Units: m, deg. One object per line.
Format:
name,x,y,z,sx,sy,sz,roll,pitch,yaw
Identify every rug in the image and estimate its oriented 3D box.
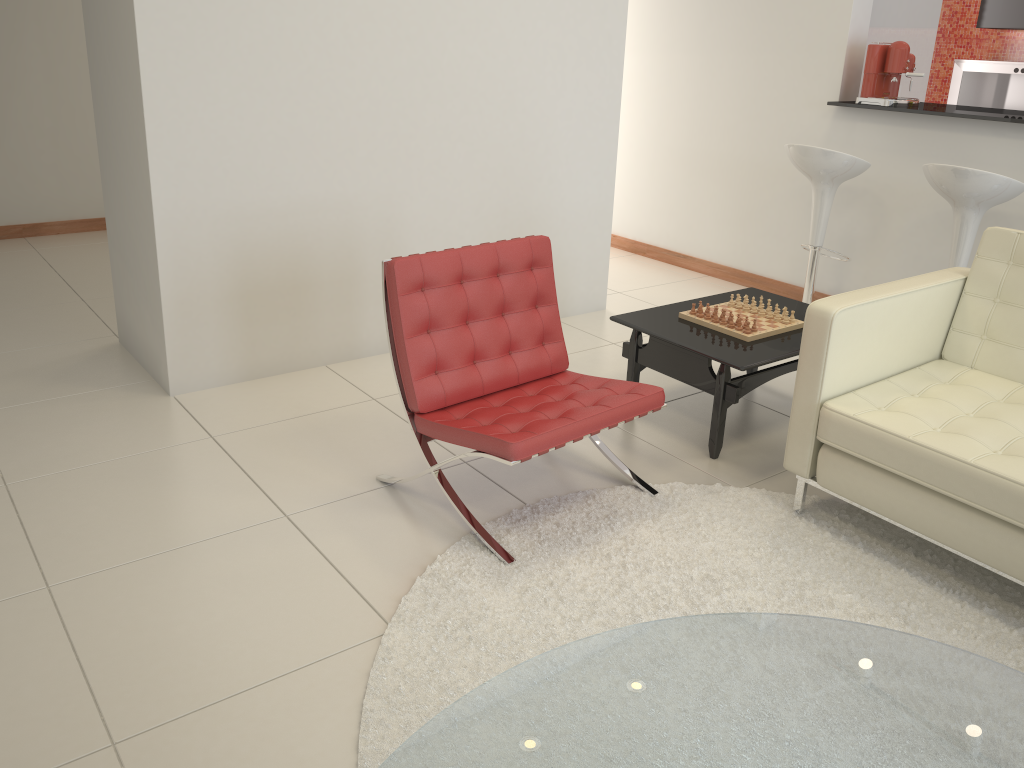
rug,1.047,0.945,1.721,2.456,0.004,3.372,-13,26,-33

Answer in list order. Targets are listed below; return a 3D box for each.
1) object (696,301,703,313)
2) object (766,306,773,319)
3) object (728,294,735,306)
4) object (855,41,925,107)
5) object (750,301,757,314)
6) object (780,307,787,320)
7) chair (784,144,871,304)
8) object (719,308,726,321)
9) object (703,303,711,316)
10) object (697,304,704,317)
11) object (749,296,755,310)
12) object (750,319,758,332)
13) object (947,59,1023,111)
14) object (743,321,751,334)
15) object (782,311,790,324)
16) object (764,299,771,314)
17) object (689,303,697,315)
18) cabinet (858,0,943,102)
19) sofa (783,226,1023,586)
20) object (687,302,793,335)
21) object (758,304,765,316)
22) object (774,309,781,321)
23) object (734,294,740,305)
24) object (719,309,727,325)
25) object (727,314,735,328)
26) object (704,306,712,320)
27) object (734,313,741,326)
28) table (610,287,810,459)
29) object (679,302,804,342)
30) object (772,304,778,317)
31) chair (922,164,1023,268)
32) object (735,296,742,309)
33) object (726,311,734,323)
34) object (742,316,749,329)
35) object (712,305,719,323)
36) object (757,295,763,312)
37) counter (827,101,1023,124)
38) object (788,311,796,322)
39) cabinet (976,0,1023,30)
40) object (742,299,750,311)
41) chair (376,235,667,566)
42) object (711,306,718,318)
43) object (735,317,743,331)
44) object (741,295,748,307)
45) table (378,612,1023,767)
object,0.779,-0.320,3.665,0.030,0.049,0.030,-9,22,-28
object,1.058,-0.295,3.630,0.030,0.049,0.030,-9,22,-28
object,0.939,-0.359,3.780,0.030,0.049,0.030,-9,22,-28
object,2.125,-1.686,4.810,0.322,0.331,0.325,-12,25,-35
object,1.010,-0.321,3.690,0.030,0.049,0.030,-9,22,-28
object,1.114,-0.292,3.622,0.030,0.051,0.030,-16,27,-42
chair,1.687,-0.814,4.900,0.466,1.003,0.464,-7,21,-25
object,0.850,-0.282,3.574,0.030,0.049,0.030,-9,22,-28
object,0.803,-0.307,3.635,0.030,0.049,0.030,-9,22,-28
object,0.771,-0.301,3.611,0.030,0.051,0.030,-9,22,-28
object,1.019,-0.344,3.742,0.030,0.054,0.030,-9,22,-28
object,0.946,-0.231,3.454,0.030,0.049,0.030,-9,22,-28
object,3.892,-2.296,6.981,0.438,0.462,0.731,-12,25,-35
object,0.914,-0.220,3.432,0.030,0.043,0.030,-9,23,-28
object,1.106,-0.270,3.570,0.030,0.049,0.030,-9,22,-28
object,1.067,-0.323,3.681,0.030,0.063,0.030,-9,22,-28
object,0.746,-0.309,3.643,0.030,0.043,0.030,-9,23,-28
cabinet,1.843,-2.111,6.192,1.063,2.478,1.658,-12,24,-35
sofa,2.063,0.315,2.182,1.006,0.906,2.598,-13,26,-35
object,0.941,-0.273,3.625,0.351,0.001,0.351,-14,26,-35
object,1.034,-0.308,3.660,0.030,0.049,0.030,-9,22,-28
object,1.082,-0.283,3.600,0.030,0.049,0.030,-9,22,-28
object,0.971,-0.365,3.804,0.030,0.043,0.030,-9,23,-28
object,0.843,-0.268,3.519,0.030,0.063,0.030,-9,22,-28
object,0.866,-0.251,3.490,0.030,0.054,0.030,-9,22,-28
object,0.795,-0.289,3.581,0.030,0.054,0.030,-9,22,-28
object,0.898,-0.256,3.514,0.030,0.049,0.030,-9,22,-28
table,0.964,-0.063,3.714,0.922,0.415,0.710,-13,26,-35
object,0.941,-0.263,3.628,0.362,0.021,0.365,-14,26,-35
object,1.090,-0.306,3.652,0.030,0.054,0.030,-9,22,-28
chair,2.162,-0.560,4.303,0.466,1.003,0.464,-7,21,-25
object,0.963,-0.347,3.750,0.030,0.049,0.030,-9,22,-28
object,0.874,-0.269,3.544,0.030,0.049,0.030,-9,22,-28
object,0.922,-0.243,3.484,0.030,0.049,0.030,-9,22,-28
object,0.819,-0.283,3.548,0.030,0.068,0.030,-9,22,-28
object,1.043,-0.338,3.710,0.030,0.068,0.030,-9,22,-28
counter,2.957,-1.180,4.085,0.740,0.019,3.003,-13,26,-34
object,1.138,-0.275,3.594,0.030,0.043,0.030,-9,23,-28
cabinet,4.795,-2.643,5.789,0.354,0.647,3.284,-12,25,-35
object,0.987,-0.334,3.720,0.030,0.049,0.030,-9,22,-28
chair,0.030,-0.014,2.972,0.705,0.802,0.714,-15,26,-39
object,0.826,-0.294,3.605,0.030,0.049,0.030,-9,22,-28
object,0.890,-0.237,3.461,0.030,0.051,0.030,-9,22,-28
object,0.995,-0.356,3.773,0.030,0.051,0.030,-16,27,-42
table,0.408,0.912,1.203,1.547,0.397,1.337,-14,27,-36
